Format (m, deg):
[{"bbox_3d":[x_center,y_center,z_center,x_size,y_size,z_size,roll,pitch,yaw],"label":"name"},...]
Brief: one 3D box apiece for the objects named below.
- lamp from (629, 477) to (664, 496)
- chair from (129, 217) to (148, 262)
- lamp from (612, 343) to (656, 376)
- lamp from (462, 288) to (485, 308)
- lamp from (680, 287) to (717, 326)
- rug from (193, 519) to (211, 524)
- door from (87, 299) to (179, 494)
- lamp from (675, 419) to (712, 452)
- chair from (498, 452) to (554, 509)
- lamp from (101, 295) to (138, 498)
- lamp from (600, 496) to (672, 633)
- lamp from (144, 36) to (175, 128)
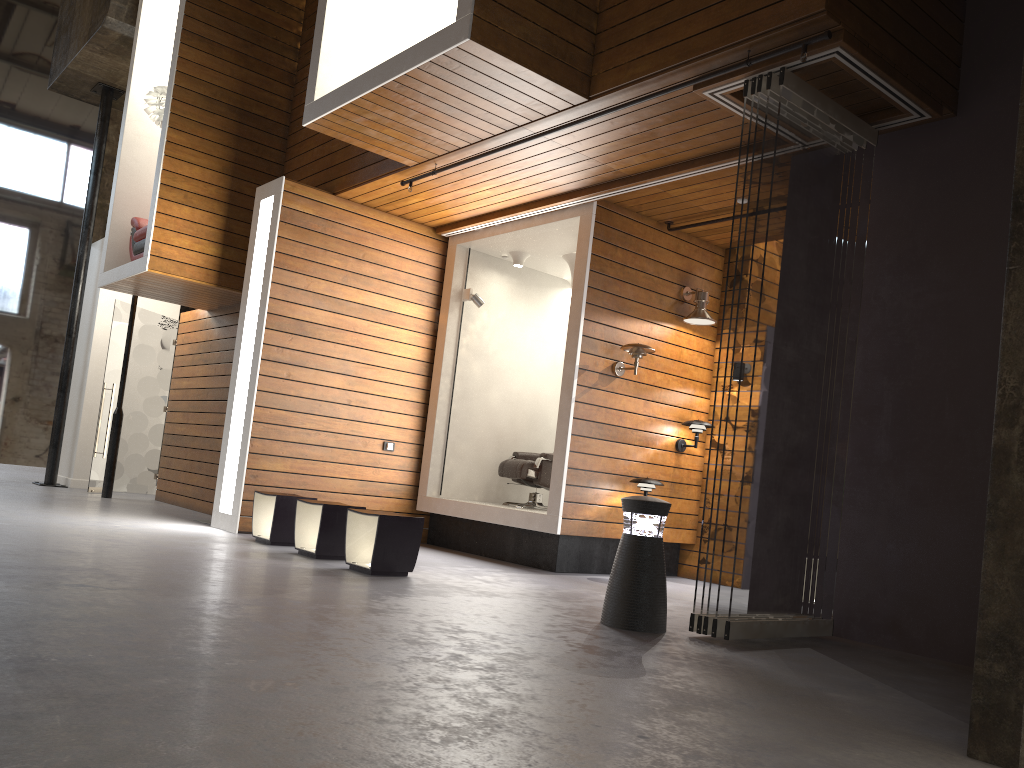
[{"bbox_3d":[1.062,1.188,7.239,0.287,0.860,0.289,4,-5,36],"label":"lamp"},{"bbox_3d":[-3.275,-1.539,9.069,0.957,0.934,1.200,11,-7,-39],"label":"chair"},{"bbox_3d":[0.998,-0.200,7.242,0.289,0.270,0.351,11,-7,-39],"label":"lamp"},{"bbox_3d":[-0.376,-0.830,8.551,0.248,0.188,0.130,5,-5,20],"label":"lamp"},{"bbox_3d":[1.637,-0.702,7.757,0.296,0.330,0.346,10,-6,-37],"label":"lamp"},{"bbox_3d":[-2.240,1.394,8.626,1.584,0.014,0.540,12,-8,-39],"label":"rug"},{"bbox_3d":[-4.694,0.216,11.066,0.146,2.297,1.292,6,-4,14],"label":"door"},{"bbox_3d":[1.609,0.458,7.781,0.289,0.296,0.326,11,-6,-39],"label":"lamp"},{"bbox_3d":[0.365,0.695,8.675,0.827,1.068,0.756,9,-5,-24],"label":"chair"},{"bbox_3d":[-4.415,-0.098,10.076,0.630,2.938,0.632,6,-4,2],"label":"lamp"},{"bbox_3d":[0.684,0.946,4.733,0.349,0.694,0.348,9,-5,-33],"label":"lamp"},{"bbox_3d":[-3.373,-3.462,8.989,0.511,1.768,0.490,6,-4,15],"label":"lamp"}]
